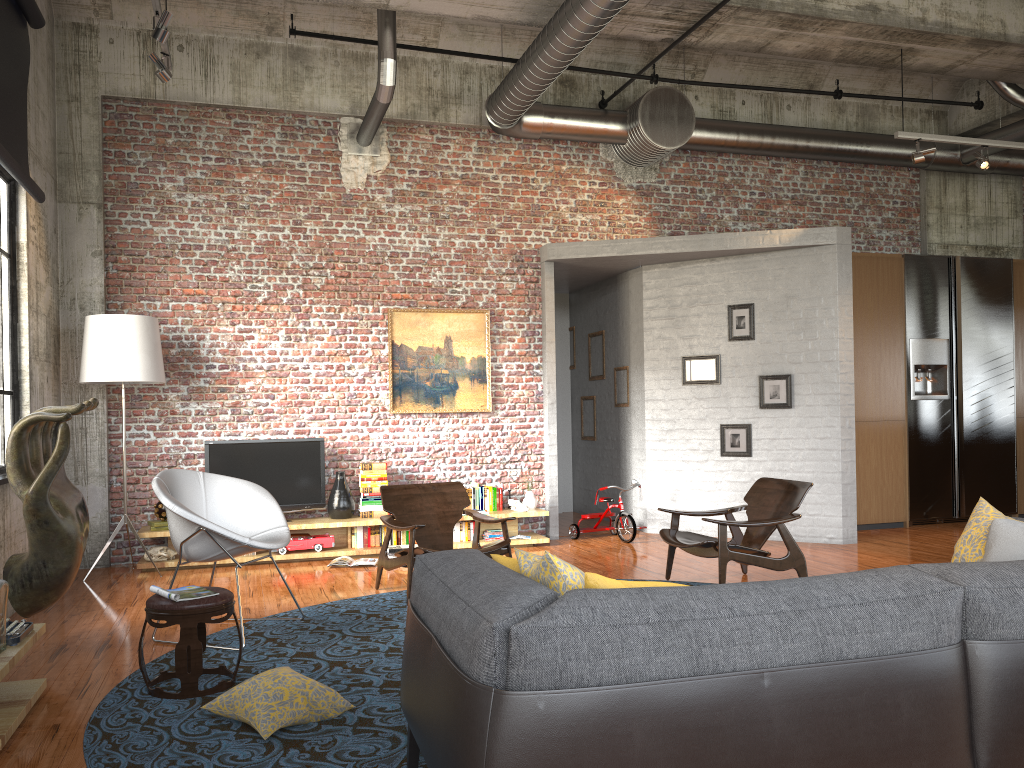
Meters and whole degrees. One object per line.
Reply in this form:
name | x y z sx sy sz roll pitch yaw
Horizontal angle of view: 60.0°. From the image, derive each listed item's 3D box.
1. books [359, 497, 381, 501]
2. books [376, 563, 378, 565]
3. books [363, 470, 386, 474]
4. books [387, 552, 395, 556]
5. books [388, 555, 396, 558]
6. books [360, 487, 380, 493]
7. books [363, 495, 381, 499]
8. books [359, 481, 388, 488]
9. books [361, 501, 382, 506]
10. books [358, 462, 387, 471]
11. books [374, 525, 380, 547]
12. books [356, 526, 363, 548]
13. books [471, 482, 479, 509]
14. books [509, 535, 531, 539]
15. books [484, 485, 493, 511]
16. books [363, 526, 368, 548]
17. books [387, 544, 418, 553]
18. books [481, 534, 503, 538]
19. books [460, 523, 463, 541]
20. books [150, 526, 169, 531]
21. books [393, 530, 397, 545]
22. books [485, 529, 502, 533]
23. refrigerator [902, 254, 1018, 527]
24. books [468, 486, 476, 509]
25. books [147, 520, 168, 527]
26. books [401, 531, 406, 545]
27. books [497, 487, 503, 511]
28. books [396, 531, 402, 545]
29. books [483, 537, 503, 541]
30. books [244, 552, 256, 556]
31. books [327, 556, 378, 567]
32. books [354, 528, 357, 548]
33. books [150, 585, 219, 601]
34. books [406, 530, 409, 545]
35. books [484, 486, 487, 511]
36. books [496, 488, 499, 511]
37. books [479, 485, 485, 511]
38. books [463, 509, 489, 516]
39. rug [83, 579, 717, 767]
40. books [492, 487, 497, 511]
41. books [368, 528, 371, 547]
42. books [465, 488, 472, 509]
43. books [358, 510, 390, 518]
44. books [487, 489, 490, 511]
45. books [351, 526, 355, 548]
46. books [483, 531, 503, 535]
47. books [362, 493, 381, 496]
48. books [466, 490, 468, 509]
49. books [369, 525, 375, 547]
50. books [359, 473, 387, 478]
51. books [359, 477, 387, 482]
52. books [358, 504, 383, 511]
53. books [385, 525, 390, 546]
books | -1.367 1.132 8.738 0.250 0.026 0.160 0 -2 -17
books | -1.142 1.626 7.985 0.133 0.012 0.189 0 -2 -19
books | -1.369 0.864 8.748 0.231 0.037 0.168 0 -2 -17
books | -1.003 1.555 8.232 0.320 0.028 0.262 -1 -2 -7
books | -1.023 1.584 8.262 0.299 0.028 0.237 0 -2 -19
books | -1.370 1.039 8.741 0.246 0.057 0.171 0 -2 -17
books | -1.368 1.106 8.739 0.223 0.027 0.161 0 -2 -17
books | -1.371 0.981 8.742 0.259 0.060 0.180 0 -2 -17
books | -1.375 1.168 8.744 0.240 0.045 0.175 0 -2 -17
books | -1.375 0.813 8.753 0.259 0.066 0.198 0 -2 -17
books | -1.322 1.471 8.620 0.049 0.213 0.148 -1 -1 -17
books | -1.481 1.456 8.577 0.057 0.246 0.171 -1 -1 -17
books | -0.380 1.157 9.072 0.036 0.290 0.176 -1 -1 -18
books | 0.077 1.550 8.980 0.230 0.023 0.169 -1 -2 3
books | -0.242 1.175 9.120 0.034 0.253 0.183 -1 -1 -18
books | -1.430 1.453 8.589 0.046 0.252 0.153 -1 -1 -17
books | -1.007 1.524 8.204 0.296 0.035 0.236 -1 -2 -15
books | -0.181 1.525 8.934 0.214 0.025 0.149 0 -2 -32
books | -0.522 1.483 8.880 0.028 0.174 0.127 -1 -1 -17
books | -3.136 1.300 8.083 0.302 0.037 0.243 0 -2 -25
books | -1.157 1.466 8.666 0.030 0.220 0.159 -1 -1 -17
books | -0.183 1.478 8.935 0.154 0.019 0.108 0 -2 -17
refrigerator | 4.929 0.101 10.561 1.517 3.050 1.212 -1 0 -17
books | -0.411 1.176 9.053 0.034 0.253 0.183 -1 -1 -18
books | -3.137 1.263 8.083 0.302 0.037 0.243 0 -2 -37
books | -1.073 1.471 8.691 0.039 0.208 0.151 -1 -1 -17
books | -0.140 1.185 9.151 0.037 0.231 0.168 -1 -1 -18
books | -1.123 1.464 8.697 0.052 0.225 0.156 -1 -1 -17
books | -0.181 1.550 8.934 0.214 0.026 0.149 0 -2 -17
books | -2.496 1.481 8.228 0.232 0.218 0.174 -1 -1 -17
books | -1.435 1.600 8.011 0.422 0.049 0.300 -1 -2 -2
books | -1.517 1.482 8.556 0.023 0.193 0.140 -1 -1 -17
books | -1.636 1.031 4.424 0.229 0.043 0.300 1 -3 -43
books | -1.042 1.466 8.707 0.030 0.220 0.159 -1 -1 -17
books | -0.292 1.176 9.094 0.026 0.250 0.160 -1 -1 -18
books | -0.167 1.189 9.131 0.026 0.223 0.161 -1 -1 -18
books | -0.334 1.172 9.085 0.060 0.259 0.180 -1 -1 -18
books | -0.398 1.274 8.799 0.316 0.040 0.214 0 -2 -17
rug | 0.406 1.495 4.724 4.847 0.009 4.846 -2 -2 29
books | -0.204 1.181 9.131 0.045 0.240 0.174 -1 -1 -18
books | -1.395 1.482 8.599 0.023 0.193 0.140 -1 -1 -17
books | -0.451 1.183 9.052 0.045 0.240 0.174 -1 -1 -18
books | -1.367 1.275 8.753 0.284 0.066 0.198 0 -2 -17
books | -0.267 1.190 9.103 0.027 0.223 0.161 -1 -1 -18
books | -1.538 1.471 8.546 0.022 0.217 0.138 -1 -1 -17
books | -0.186 1.500 8.935 0.192 0.024 0.132 -1 -2 -12
books | -1.368 1.080 8.735 0.223 0.026 0.161 0 -2 -17
books | -0.482 1.191 9.034 0.027 0.223 0.161 -1 -1 -18
books | -1.364 1.474 8.604 0.039 0.208 0.151 -1 -1 -17
books | -1.373 0.899 8.735 0.253 0.034 0.183 0 -2 -17
books | -1.373 0.933 8.738 0.253 0.034 0.183 0 -2 -17
books | -1.364 1.216 8.744 0.290 0.053 0.176 0 -2 -17
books | -1.218 1.477 8.656 0.032 0.200 0.146 -1 -1 -17
